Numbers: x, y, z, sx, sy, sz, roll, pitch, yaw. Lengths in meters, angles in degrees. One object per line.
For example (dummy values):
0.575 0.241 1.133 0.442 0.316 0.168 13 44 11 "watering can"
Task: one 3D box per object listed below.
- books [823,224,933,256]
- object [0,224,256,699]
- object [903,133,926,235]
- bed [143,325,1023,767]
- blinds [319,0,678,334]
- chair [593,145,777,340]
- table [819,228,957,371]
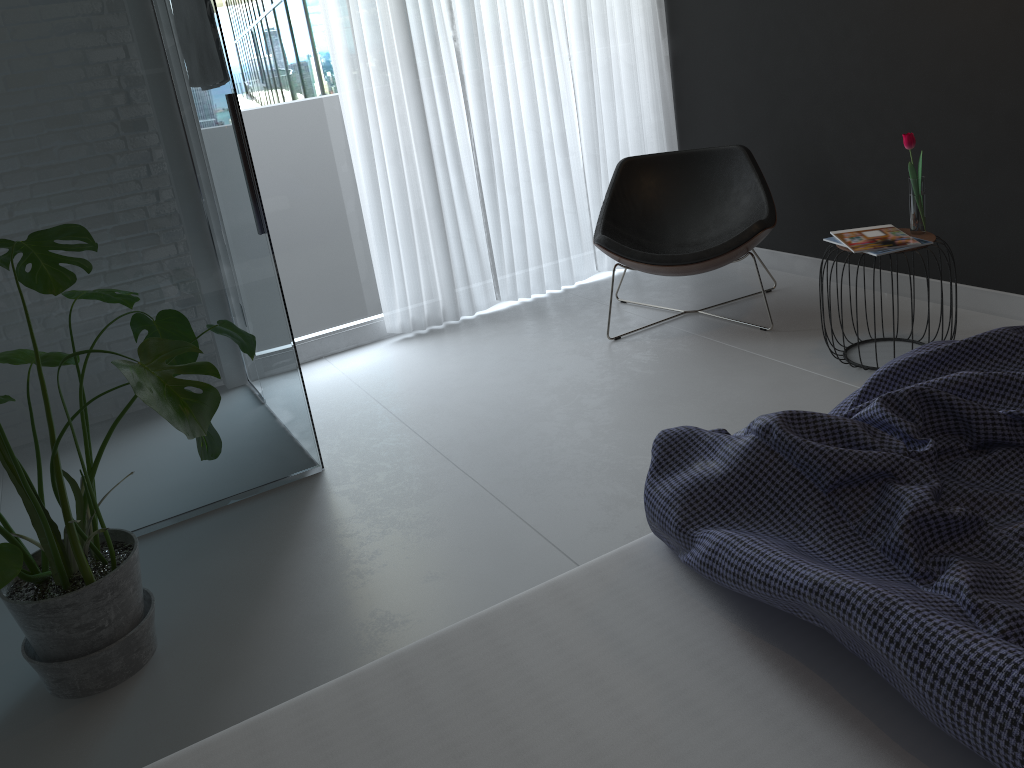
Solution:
-1.206 1.130 0.391 0.407 0.363 8.409 8 27 40 "books"
-1.036 0.161 2.096 0.853 1.024 1.013 -11 19 -7 "object"
1.397 -0.691 3.057 0.066 0.347 0.078 -7 17 6 "object"
0.243 -0.006 0.656 2.634 1.994 2.598 -18 21 -24 "bed"
0.000 -1.733 4.274 1.871 2.634 0.138 -18 19 -25 "blinds"
0.769 -0.646 3.923 0.788 0.675 0.836 -3 20 16 "chair"
1.342 -0.306 3.163 0.453 0.425 0.460 7 25 39 "table"
